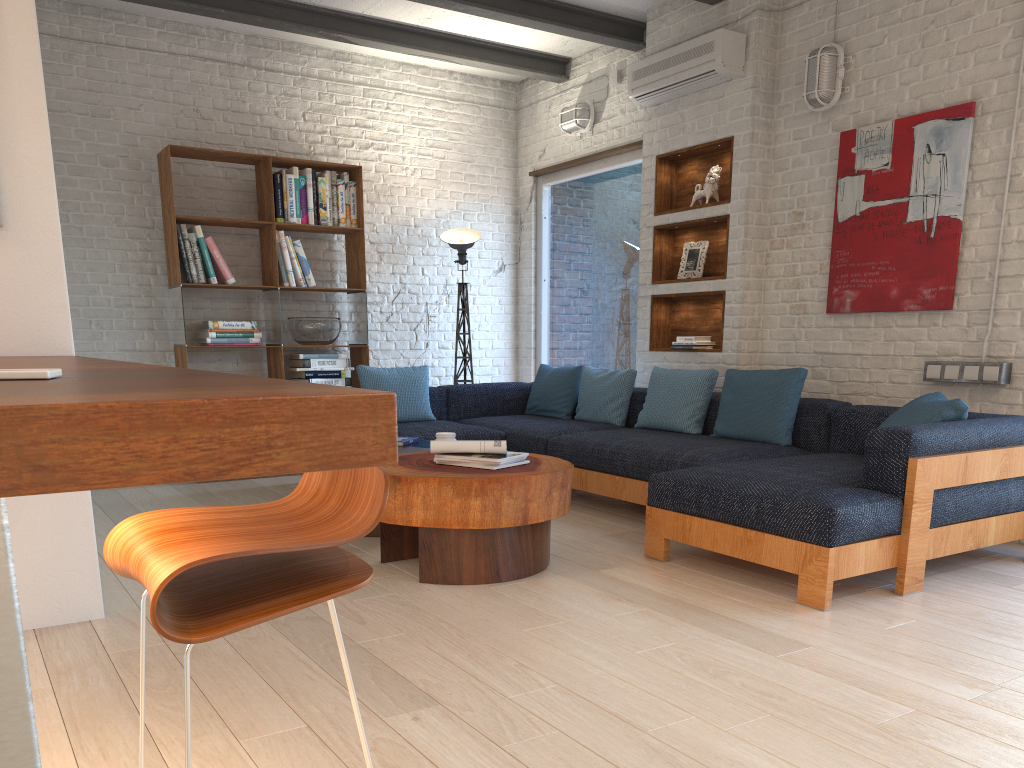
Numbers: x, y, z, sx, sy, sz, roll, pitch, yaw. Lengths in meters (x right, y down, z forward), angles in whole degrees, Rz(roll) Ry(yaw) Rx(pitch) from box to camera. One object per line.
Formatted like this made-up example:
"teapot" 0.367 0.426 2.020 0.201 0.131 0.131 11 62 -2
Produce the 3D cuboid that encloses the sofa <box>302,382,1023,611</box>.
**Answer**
"sofa" 0.473 0.405 4.935 2.063 0.679 3.878 -3 4 -33

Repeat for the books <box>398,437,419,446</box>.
"books" -0.633 0.316 4.830 0.162 0.023 0.226 1 3 16

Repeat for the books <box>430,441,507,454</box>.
"books" -0.181 0.288 3.802 0.322 0.112 0.266 0 4 0

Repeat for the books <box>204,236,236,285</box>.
"books" -2.053 -0.844 6.032 0.193 0.328 0.249 -7 11 -32

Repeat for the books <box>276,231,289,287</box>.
"books" -1.692 -0.886 6.243 0.100 0.395 0.238 -8 13 -32

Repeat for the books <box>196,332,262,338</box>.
"books" -1.991 -0.344 6.141 0.376 0.037 0.240 -2 4 -38

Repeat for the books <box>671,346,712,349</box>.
"books" 1.183 -0.241 5.739 0.161 0.017 0.246 -1 3 -23

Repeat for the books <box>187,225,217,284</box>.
"books" -2.118 -0.872 5.958 0.120 0.393 0.238 -8 13 -32

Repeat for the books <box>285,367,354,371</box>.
"books" -1.445 -0.114 6.541 0.441 0.021 0.267 -2 3 -32

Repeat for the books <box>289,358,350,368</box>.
"books" -1.447 -0.158 6.551 0.376 0.066 0.240 -3 4 -38

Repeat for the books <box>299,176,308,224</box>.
"books" -1.536 -1.296 6.245 0.055 0.340 0.249 -8 12 -33

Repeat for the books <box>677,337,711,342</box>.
"books" 1.194 -0.294 5.727 0.132 0.035 0.201 -2 4 -23

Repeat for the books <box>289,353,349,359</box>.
"books" -1.449 -0.209 6.533 0.377 0.037 0.240 -2 4 -32

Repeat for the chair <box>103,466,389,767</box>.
"chair" -0.408 0.526 1.480 0.418 0.798 0.395 -7 13 -32

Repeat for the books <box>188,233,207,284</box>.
"books" -2.182 -0.848 5.960 0.101 0.344 0.249 -8 12 -32

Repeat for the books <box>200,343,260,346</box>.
"books" -2.000 -0.279 6.166 0.353 0.021 0.267 -2 3 -32

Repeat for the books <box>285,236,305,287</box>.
"books" -1.608 -0.870 6.284 0.123 0.359 0.266 -8 12 -32

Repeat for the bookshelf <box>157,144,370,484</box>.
"bookshelf" -1.724 -0.442 6.285 1.305 2.269 0.356 -6 14 -31

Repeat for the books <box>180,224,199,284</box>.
"books" -2.215 -0.872 5.912 0.090 0.396 0.238 -8 13 -32

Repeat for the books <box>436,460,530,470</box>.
"books" -0.126 0.336 3.768 0.315 0.011 0.248 2 4 37

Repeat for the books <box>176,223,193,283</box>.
"books" -2.242 -0.870 5.886 0.090 0.396 0.238 -8 13 -32

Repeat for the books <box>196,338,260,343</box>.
"books" -2.004 -0.307 6.149 0.376 0.037 0.240 -2 4 -37

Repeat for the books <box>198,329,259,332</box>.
"books" -2.004 -0.374 6.150 0.353 0.021 0.267 -2 4 -34

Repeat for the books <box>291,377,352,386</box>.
"books" -1.435 -0.014 6.569 0.241 0.066 0.374 4 5 44

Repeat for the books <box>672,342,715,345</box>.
"books" 1.196 -0.267 5.726 0.170 0.019 0.232 -2 3 -31

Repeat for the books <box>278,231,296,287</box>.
"books" -1.648 -0.885 6.244 0.102 0.395 0.238 -8 13 -32

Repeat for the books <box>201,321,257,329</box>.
"books" -1.995 -0.413 6.144 0.324 0.057 0.250 -2 4 -30

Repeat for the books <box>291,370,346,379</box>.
"books" -1.452 -0.074 6.531 0.323 0.057 0.251 -2 4 -37

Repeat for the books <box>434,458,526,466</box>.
"books" -0.137 0.325 3.777 0.317 0.011 0.247 1 3 27

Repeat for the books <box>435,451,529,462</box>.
"books" -0.129 0.305 3.747 0.316 0.011 0.248 2 3 32

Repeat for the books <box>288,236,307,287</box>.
"books" -1.595 -0.871 6.303 0.123 0.359 0.266 -8 12 -32

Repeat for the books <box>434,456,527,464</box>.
"books" -0.132 0.315 3.757 0.317 0.011 0.247 1 3 27
